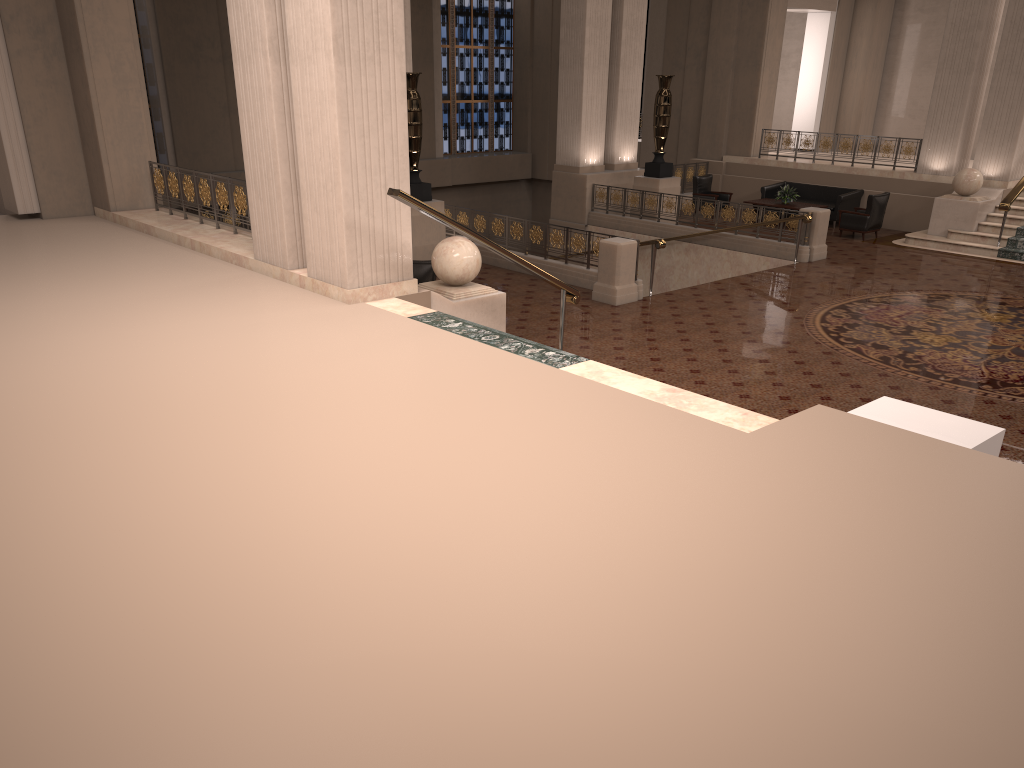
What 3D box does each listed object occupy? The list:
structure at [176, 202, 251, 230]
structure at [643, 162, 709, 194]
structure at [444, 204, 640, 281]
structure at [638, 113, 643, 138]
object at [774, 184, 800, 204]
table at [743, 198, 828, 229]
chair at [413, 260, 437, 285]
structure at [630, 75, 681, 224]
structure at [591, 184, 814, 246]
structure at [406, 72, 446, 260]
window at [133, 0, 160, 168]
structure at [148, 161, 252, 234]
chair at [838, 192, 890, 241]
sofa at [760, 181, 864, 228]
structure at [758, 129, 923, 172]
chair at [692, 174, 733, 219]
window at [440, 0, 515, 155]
[{"bbox_3d":[-4.148,-2.475,13.633,2.491,0.683,0.031,-16,29,-38],"label":"structure"},{"bbox_3d":[3.647,-4.623,19.960,2.491,0.683,0.031,-16,29,-38],"label":"structure"},{"bbox_3d":[0.104,-2.292,13.630,0.078,0.561,4.819,-20,28,-38],"label":"structure"},{"bbox_3d":[2.665,-6.776,23.076,0.030,0.698,2.105,-20,29,-39],"label":"structure"},{"bbox_3d":[5.597,-3.871,17.937,0.501,0.393,0.504,-3,22,-9],"label":"object"},{"bbox_3d":[5.593,-3.489,18.129,0.824,0.455,1.441,-17,27,-39],"label":"table"},{"bbox_3d":[-1.141,-1.130,10.638,0.647,0.881,0.688,4,23,7],"label":"chair"},{"bbox_3d":[2.900,-4.539,17.331,0.687,2.912,0.683,-19,31,-38],"label":"structure"},{"bbox_3d":[3.264,-3.163,16.194,0.078,0.561,4.823,-21,29,-39],"label":"structure"},{"bbox_3d":[-1.526,-3.320,13.739,0.687,2.912,0.683,-19,31,-38],"label":"structure"},{"bbox_3d":[-8.831,-6.926,17.409,2.934,5.595,0.067,-18,30,-37],"label":"window"},{"bbox_3d":[-3.487,-2.138,10.327,0.031,0.653,3.608,-20,28,-39],"label":"structure"},{"bbox_3d":[6.700,-3.225,16.817,0.636,0.881,0.700,-18,29,-38],"label":"chair"},{"bbox_3d":[6.278,-3.806,18.631,0.859,0.738,1.877,-18,27,-39],"label":"sofa"},{"bbox_3d":[6.856,-4.989,18.722,0.031,0.653,3.608,-20,28,-39],"label":"structure"},{"bbox_3d":[4.299,-4.052,19.033,0.703,0.881,0.634,20,30,39],"label":"chair"},{"bbox_3d":[-1.081,-9.062,23.700,2.934,5.595,0.067,-18,30,-37],"label":"window"}]
